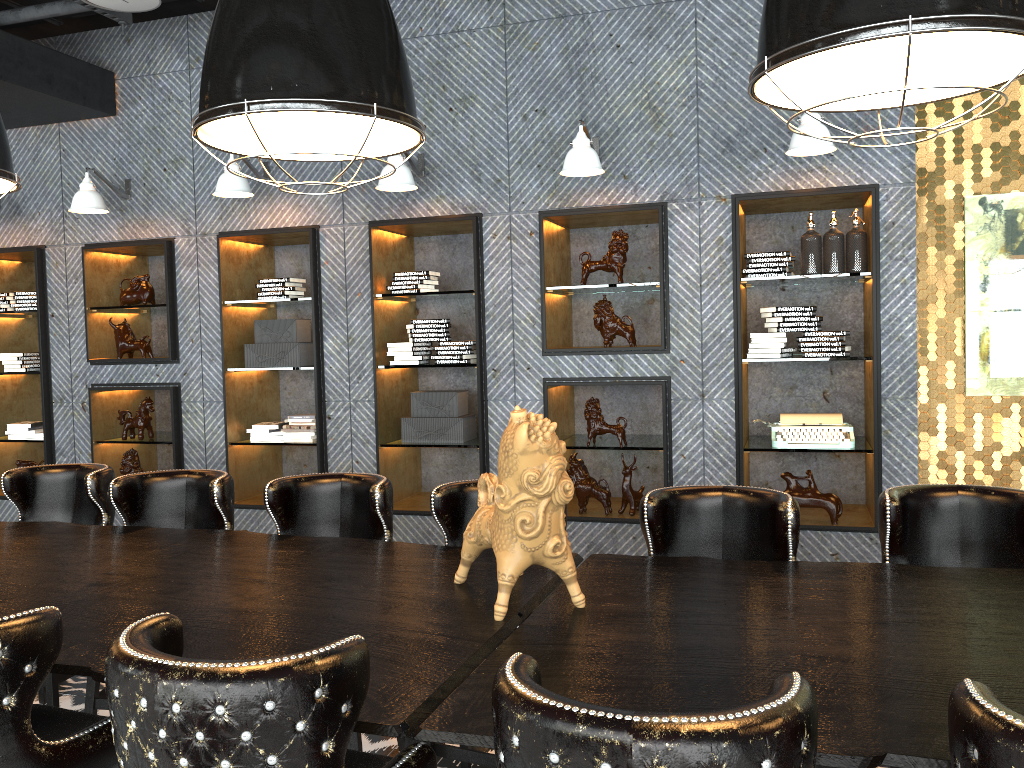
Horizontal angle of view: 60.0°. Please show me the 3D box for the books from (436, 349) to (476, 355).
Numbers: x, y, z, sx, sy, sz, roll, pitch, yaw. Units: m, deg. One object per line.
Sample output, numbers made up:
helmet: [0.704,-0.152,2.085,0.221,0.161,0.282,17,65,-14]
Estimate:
books: [-0.333,-0.202,5.611,0.245,0.028,0.193,-1,3,14]

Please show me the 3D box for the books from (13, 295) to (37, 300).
books: [-3.513,-0.637,6.555,0.245,0.028,0.193,-2,3,-2]

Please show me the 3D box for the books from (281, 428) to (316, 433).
books: [-1.377,0.303,5.875,0.264,0.019,0.205,-1,3,17]

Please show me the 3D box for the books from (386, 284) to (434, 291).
books: [-0.644,-0.612,5.637,0.245,0.028,0.193,0,3,29]

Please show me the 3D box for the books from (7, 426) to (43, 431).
books: [-3.622,0.329,6.648,0.175,0.024,0.243,-1,3,9]

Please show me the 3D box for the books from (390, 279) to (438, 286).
books: [-0.620,-0.641,5.648,0.245,0.028,0.193,0,3,26]

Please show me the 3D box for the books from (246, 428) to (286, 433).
books: [-1.662,0.307,6.033,0.175,0.024,0.243,-1,3,17]

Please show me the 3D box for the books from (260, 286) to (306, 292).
books: [-1.528,-0.631,5.929,0.245,0.028,0.193,-1,3,9]

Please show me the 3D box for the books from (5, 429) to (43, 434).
books: [-3.627,0.354,6.628,0.227,0.024,0.166,-1,3,4]

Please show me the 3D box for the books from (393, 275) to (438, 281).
books: [-0.615,-0.670,5.656,0.245,0.028,0.193,-1,3,10]

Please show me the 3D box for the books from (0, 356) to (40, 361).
books: [-3.637,-0.191,6.584,0.193,0.028,0.245,0,3,21]

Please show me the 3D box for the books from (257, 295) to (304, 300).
books: [-1.548,-0.574,5.938,0.245,0.028,0.193,-1,3,18]

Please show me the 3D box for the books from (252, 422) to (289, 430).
books: [-1.634,0.281,6.002,0.179,0.029,0.225,-1,3,3]

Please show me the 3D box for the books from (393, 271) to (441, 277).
books: [-0.605,-0.699,5.662,0.245,0.028,0.193,-1,3,18]

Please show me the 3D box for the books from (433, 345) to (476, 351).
books: [-0.358,-0.229,5.597,0.245,0.028,0.193,-1,3,8]

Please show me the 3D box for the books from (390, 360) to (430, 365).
books: [-0.649,-0.138,5.633,0.193,0.028,0.245,-1,3,11]

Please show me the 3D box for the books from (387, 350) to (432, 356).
books: [-0.654,-0.196,5.651,0.193,0.028,0.245,0,3,24]

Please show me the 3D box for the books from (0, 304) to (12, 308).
books: [-3.809,-0.577,6.639,0.245,0.028,0.193,0,3,30]

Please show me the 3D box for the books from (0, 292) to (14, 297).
books: [-3.788,-0.663,6.639,0.245,0.028,0.193,-1,3,15]

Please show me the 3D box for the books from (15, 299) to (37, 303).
books: [-3.518,-0.611,6.595,0.245,0.028,0.193,-2,3,0]

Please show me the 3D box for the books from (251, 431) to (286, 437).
books: [-1.648,0.332,6.005,0.227,0.024,0.166,-2,3,-14]

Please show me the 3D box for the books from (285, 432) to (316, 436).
books: [-1.377,0.323,5.882,0.228,0.022,0.202,0,3,21]

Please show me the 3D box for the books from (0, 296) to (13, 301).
books: [-3.788,-0.634,6.640,0.245,0.028,0.193,0,3,23]

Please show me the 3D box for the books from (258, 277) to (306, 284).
books: [-1.533,-0.687,5.927,0.245,0.028,0.193,0,3,21]

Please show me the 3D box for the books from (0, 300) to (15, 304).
books: [-3.775,-0.609,6.679,0.245,0.028,0.193,0,3,25]

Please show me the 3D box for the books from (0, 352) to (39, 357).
books: [-3.634,-0.220,6.593,0.193,0.028,0.245,-1,3,11]

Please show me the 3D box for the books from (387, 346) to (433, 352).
books: [-0.637,-0.222,5.610,0.193,0.028,0.245,0,3,31]

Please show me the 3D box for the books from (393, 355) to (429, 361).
books: [-0.611,-0.167,5.620,0.193,0.028,0.245,-1,3,17]

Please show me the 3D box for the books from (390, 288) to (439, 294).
books: [-0.617,-0.584,5.630,0.245,0.028,0.193,0,4,34]

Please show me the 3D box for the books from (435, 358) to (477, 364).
books: [-0.334,-0.144,5.582,0.245,0.028,0.193,0,3,22]

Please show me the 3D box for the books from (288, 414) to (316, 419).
books: [-1.368,0.215,5.903,0.212,0.024,0.185,-1,3,12]

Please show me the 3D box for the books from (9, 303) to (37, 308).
books: [-3.531,-0.580,6.545,0.245,0.028,0.193,-1,3,5]

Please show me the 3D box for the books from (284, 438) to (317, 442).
books: [-1.370,0.365,5.875,0.228,0.023,0.167,-1,3,18]

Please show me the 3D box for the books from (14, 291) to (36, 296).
books: [-3.513,-0.666,6.553,0.245,0.028,0.193,-2,3,-10]

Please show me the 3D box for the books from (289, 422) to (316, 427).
books: [-1.357,0.258,5.903,0.247,0.023,0.244,-1,3,3]

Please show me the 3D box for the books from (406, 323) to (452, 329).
books: [-0.529,-0.366,5.613,0.245,0.028,0.193,-3,3,-21]

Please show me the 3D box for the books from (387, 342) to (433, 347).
books: [-0.650,-0.251,5.635,0.193,0.028,0.245,0,3,25]

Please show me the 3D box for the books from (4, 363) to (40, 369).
books: [-3.581,-0.134,6.558,0.193,0.028,0.245,0,3,27]

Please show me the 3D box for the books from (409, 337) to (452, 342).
books: [-0.519,-0.281,5.604,0.245,0.028,0.193,-2,3,-13]

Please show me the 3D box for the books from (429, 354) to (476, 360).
books: [-0.363,-0.170,5.559,0.245,0.028,0.193,0,3,29]

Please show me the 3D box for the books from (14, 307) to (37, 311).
books: [-3.511,-0.553,6.558,0.245,0.028,0.193,-2,3,-3]

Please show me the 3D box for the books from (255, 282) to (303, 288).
books: [-1.565,-0.660,5.960,0.245,0.028,0.193,0,3,24]

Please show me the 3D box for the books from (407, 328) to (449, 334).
books: [-0.536,-0.338,5.631,0.245,0.028,0.193,-2,3,-12]

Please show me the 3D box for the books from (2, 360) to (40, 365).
books: [-3.614,-0.163,6.589,0.193,0.028,0.245,-1,3,18]

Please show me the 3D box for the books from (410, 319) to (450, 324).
books: [-0.520,-0.395,5.622,0.245,0.028,0.193,-2,3,-7]

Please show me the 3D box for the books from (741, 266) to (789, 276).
books: [1.423,-0.634,4.985,0.245,0.028,0.193,0,3,22]

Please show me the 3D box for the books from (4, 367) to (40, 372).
books: [-3.609,-0.108,6.601,0.193,0.028,0.245,-1,3,14]

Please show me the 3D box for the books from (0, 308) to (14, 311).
books: [-3.785,-0.550,6.644,0.245,0.028,0.193,0,3,22]

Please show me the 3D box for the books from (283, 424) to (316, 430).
books: [-1.380,0.281,5.886,0.248,0.023,0.197,0,4,34]

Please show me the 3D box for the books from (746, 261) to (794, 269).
books: [1.450,-0.663,4.975,0.245,0.028,0.193,0,3,20]

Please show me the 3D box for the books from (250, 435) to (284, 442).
books: [-1.630,0.360,6.010,0.243,0.034,0.179,-2,3,-3]

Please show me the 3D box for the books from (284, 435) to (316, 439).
books: [-1.375,0.345,5.883,0.224,0.021,0.159,0,3,27]

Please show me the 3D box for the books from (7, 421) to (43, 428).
books: [-3.623,0.303,6.628,0.179,0.029,0.225,-2,3,1]

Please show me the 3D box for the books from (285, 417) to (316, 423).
books: [-1.369,0.238,5.880,0.206,0.020,0.197,-1,3,19]

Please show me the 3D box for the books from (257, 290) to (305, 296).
books: [-1.544,-0.602,5.925,0.245,0.028,0.193,0,3,29]

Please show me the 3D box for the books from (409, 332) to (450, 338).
books: [-0.525,-0.309,5.595,0.245,0.028,0.193,-2,3,-10]

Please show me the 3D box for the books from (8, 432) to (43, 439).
books: [-3.609,0.382,6.633,0.243,0.034,0.179,-2,3,-13]

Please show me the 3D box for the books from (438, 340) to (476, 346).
books: [-0.320,-0.258,5.593,0.245,0.028,0.193,-1,3,13]
